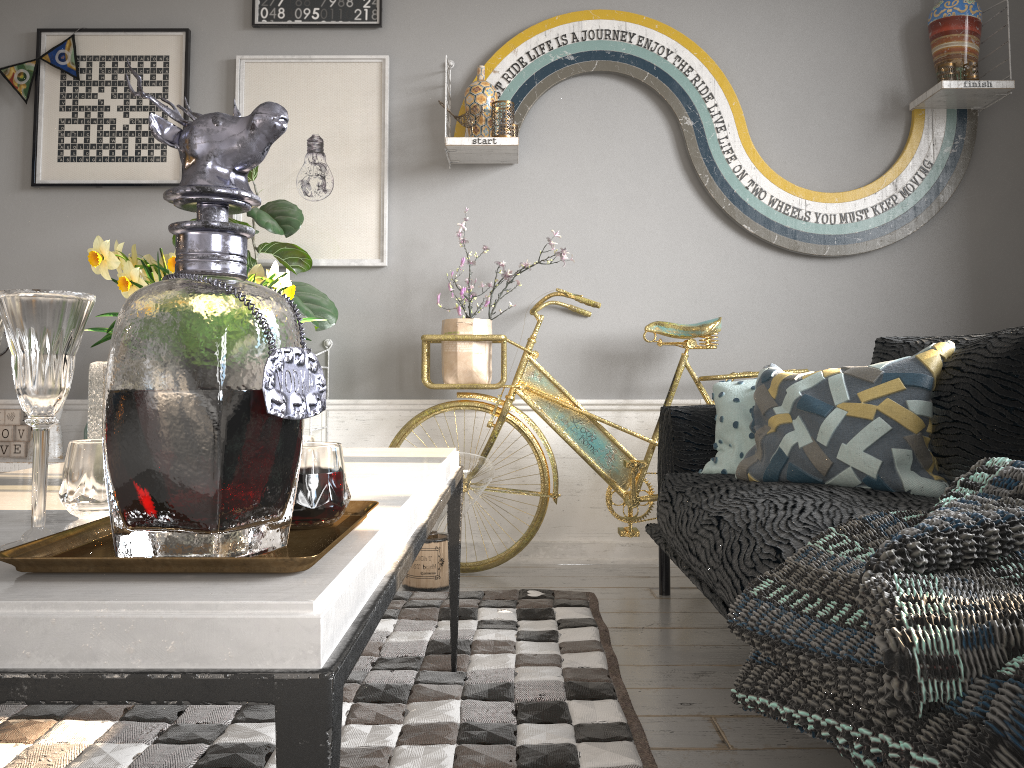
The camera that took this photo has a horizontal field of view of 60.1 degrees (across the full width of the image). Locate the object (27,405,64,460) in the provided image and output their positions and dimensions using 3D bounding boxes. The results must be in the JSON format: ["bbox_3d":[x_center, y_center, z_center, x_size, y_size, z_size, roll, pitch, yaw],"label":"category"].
[{"bbox_3d":[-1.632,0.023,3.132,0.155,0.485,0.136,0,-4,0],"label":"object"}]

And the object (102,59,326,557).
[{"bbox_3d":[-0.255,-0.066,0.758,0.155,0.419,0.148,-1,-4,20],"label":"object"}]

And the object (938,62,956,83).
[{"bbox_3d":[1.556,-1.101,3.163,0.060,0.079,0.060,0,-3,-11],"label":"object"}]

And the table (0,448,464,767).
[{"bbox_3d":[-0.479,0.401,1.281,0.732,0.512,1.452,0,0,0],"label":"table"}]

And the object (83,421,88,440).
[{"bbox_3d":[-1.318,0.019,3.116,0.285,0.490,0.331,2,-4,-39],"label":"object"}]

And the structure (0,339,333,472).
[{"bbox_3d":[-2.057,0.076,3.143,2.775,0.488,0.307,0,-3,0],"label":"structure"}]

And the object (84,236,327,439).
[{"bbox_3d":[-0.454,-0.032,1.305,0.325,0.352,0.350,0,-2,2],"label":"object"}]

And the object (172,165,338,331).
[{"bbox_3d":[-0.895,-0.312,3.104,0.566,1.155,0.415,-3,-4,39],"label":"object"}]

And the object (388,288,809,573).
[{"bbox_3d":[0.361,0.170,3.076,1.625,0.974,0.425,0,-3,-8],"label":"object"}]

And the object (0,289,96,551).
[{"bbox_3d":[-0.465,0.032,0.804,0.167,0.228,0.082,-1,-3,12],"label":"object"}]

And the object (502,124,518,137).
[{"bbox_3d":[-0.008,-0.903,3.231,0.062,0.082,0.062,1,-3,-24],"label":"object"}]

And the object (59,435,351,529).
[{"bbox_3d":[-0.327,0.104,0.928,0.279,0.088,0.245,0,0,-22],"label":"object"}]

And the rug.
[{"bbox_3d":[-0.635,0.641,1.490,1.769,0.034,2.520,0,0,0],"label":"rug"}]

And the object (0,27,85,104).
[{"bbox_3d":[-2.052,-1.185,3.348,0.914,0.341,0.057,0,-4,0],"label":"object"}]

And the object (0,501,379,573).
[{"bbox_3d":[-0.266,0.135,0.808,0.246,0.015,0.317,0,0,0],"label":"object"}]

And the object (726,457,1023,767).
[{"bbox_3d":[0.587,0.289,1.093,0.490,0.330,0.665,0,-1,-5],"label":"object"}]

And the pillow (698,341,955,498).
[{"bbox_3d":[0.828,0.086,2.330,0.443,0.363,0.796,1,-1,-18],"label":"pillow"}]

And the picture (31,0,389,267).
[{"bbox_3d":[-4.118,-0.974,1.351,7.291,1.802,4.028,0,-1,0],"label":"picture"}]

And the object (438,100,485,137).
[{"bbox_3d":[-0.180,-0.942,3.142,0.197,0.166,0.060,-1,-3,34],"label":"object"}]

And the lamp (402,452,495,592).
[{"bbox_3d":[-0.272,0.434,2.855,0.432,0.439,0.431,-1,-2,31],"label":"lamp"}]

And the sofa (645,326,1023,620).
[{"bbox_3d":[0.880,0.265,1.698,0.970,0.800,2.334,0,0,0],"label":"sofa"}]

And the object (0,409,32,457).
[{"bbox_3d":[-1.789,0.177,3.215,0.265,0.174,0.078,0,-3,6],"label":"object"}]

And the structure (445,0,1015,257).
[{"bbox_3d":[0.763,-0.953,3.218,2.022,0.960,0.266,0,-4,0],"label":"structure"}]

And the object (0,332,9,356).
[{"bbox_3d":[-1.969,0.034,3.262,0.221,0.465,0.019,0,-4,0],"label":"object"}]

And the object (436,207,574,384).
[{"bbox_3d":[-0.041,-0.309,3.088,0.488,0.644,0.252,-1,-3,18],"label":"object"}]

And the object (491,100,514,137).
[{"bbox_3d":[-0.033,-0.930,3.155,0.086,0.140,0.085,0,-3,-7],"label":"object"}]

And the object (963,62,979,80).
[{"bbox_3d":[1.623,-1.101,3.129,0.050,0.058,0.050,0,-2,-10],"label":"object"}]
